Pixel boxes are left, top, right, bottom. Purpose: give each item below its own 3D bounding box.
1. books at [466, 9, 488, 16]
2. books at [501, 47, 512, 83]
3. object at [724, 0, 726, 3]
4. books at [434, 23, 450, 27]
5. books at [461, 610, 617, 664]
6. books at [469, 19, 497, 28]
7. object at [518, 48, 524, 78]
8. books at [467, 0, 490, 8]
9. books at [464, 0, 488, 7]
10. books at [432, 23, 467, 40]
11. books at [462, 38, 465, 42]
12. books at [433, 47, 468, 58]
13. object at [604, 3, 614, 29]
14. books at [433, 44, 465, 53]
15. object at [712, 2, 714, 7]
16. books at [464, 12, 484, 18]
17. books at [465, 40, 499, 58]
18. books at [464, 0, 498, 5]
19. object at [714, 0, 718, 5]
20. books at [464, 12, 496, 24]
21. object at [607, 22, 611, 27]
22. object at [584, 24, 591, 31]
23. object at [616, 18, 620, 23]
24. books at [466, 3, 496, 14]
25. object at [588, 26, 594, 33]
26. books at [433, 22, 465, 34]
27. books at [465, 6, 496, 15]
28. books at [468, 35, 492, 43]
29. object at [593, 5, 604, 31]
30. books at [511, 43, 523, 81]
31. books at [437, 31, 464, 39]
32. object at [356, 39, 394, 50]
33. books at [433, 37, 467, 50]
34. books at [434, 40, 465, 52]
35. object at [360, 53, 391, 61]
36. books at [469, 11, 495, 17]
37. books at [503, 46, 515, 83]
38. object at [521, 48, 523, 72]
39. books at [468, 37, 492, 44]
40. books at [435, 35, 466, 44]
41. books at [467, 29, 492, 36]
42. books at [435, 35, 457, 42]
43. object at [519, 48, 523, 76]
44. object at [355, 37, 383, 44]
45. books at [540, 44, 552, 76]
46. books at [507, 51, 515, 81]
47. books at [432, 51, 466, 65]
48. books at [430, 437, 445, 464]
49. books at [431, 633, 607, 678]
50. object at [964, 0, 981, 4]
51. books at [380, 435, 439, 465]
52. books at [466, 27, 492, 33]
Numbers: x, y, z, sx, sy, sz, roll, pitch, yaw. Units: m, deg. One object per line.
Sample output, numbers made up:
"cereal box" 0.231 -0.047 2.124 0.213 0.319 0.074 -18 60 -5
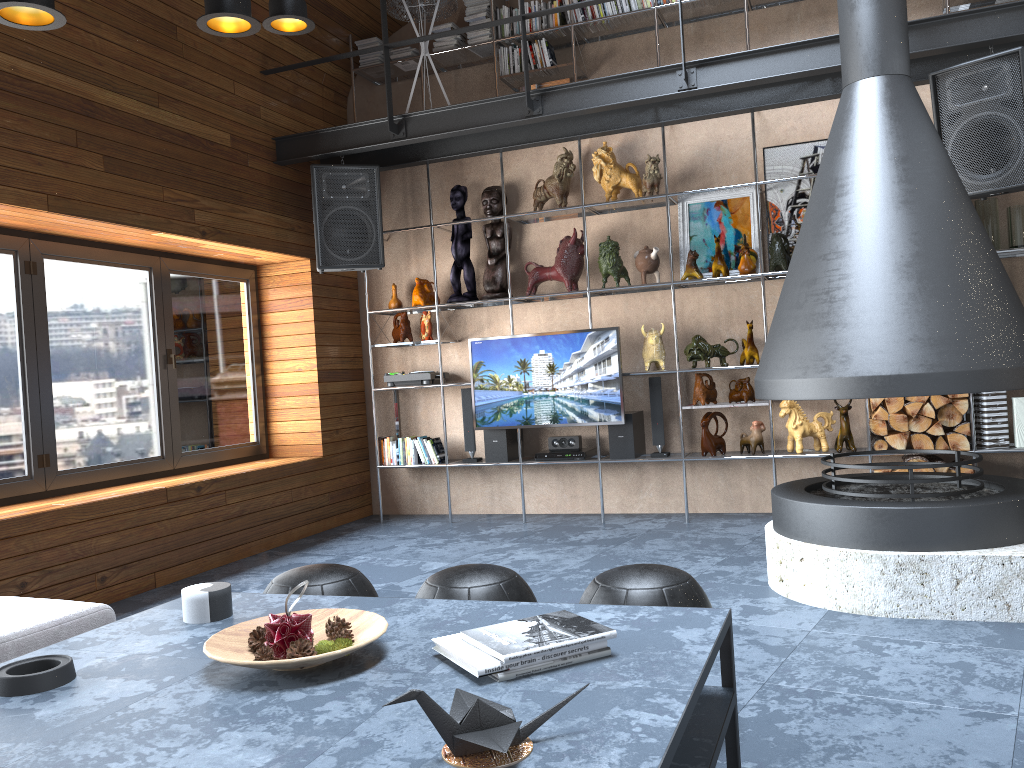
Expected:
"books" -0.217 -2.610 6.314 0.161 0.012 0.201 -3 1 21
"books" -0.033 -2.248 6.252 0.010 0.220 0.171 -3 1 21
"object" 1.348 -2.566 5.712 0.046 0.185 0.119 -3 0 21
"books" -0.469 -2.558 6.431 0.159 0.012 0.231 -3 1 26
"books" 0.053 0.531 1.878 0.265 0.017 0.210 -4 1 -28
"books" -0.182 -2.535 6.320 0.167 0.017 0.225 -3 1 21
"object" 0.068 -2.231 6.178 0.009 0.178 0.112 -3 0 21
"books" -0.191 -2.665 6.330 0.180 0.028 0.234 -3 1 21
"books" -0.215 -2.687 6.316 0.174 0.021 0.216 -3 1 21
"books" -0.457 -2.540 6.431 0.176 0.025 0.268 -3 1 21
"books" -0.457 -2.511 6.452 0.161 0.013 0.208 -3 1 26
"books" -0.444 -2.385 6.432 0.182 0.016 0.234 -3 1 16
"object" 0.654 -2.527 6.014 0.047 0.201 0.137 -3 0 20
"books" -0.448 -2.404 6.435 0.174 0.021 0.222 -3 1 21
"object" 1.276 -2.575 5.741 0.053 0.214 0.153 -3 1 21
"books" -0.203 -2.586 6.311 0.158 0.012 0.254 -3 1 32
"books" -0.193 -2.384 6.312 0.182 0.016 0.252 -3 1 27
"books" -0.216 -2.706 6.318 0.182 0.016 0.228 -3 1 21
"object" 1.292 -2.569 5.727 0.053 0.202 0.120 -3 0 21
"books" -0.192 -2.567 6.309 0.175 0.025 0.288 -3 1 27
"object" 0.640 -2.517 6.009 0.041 0.177 0.127 -3 0 20
"object" 0.488 -2.520 6.026 0.051 0.202 0.145 -3 1 21
"object" 0.684 -2.528 5.942 0.044 0.196 0.124 -3 0 21
"books" -0.197 -2.643 6.307 0.182 0.016 0.228 -3 1 21
"object" 0.517 -2.535 6.059 0.061 0.235 0.140 -3 0 20
"books" -0.460 -2.572 6.444 0.161 0.012 0.206 -3 1 21
"books" -0.212 -2.625 6.304 0.167 0.017 0.208 -3 1 21
"books" -0.182 -2.419 6.313 0.174 0.021 0.239 -3 1 27
"object" 0.584 -2.513 6.031 0.042 0.180 0.131 -3 0 20
"books" 0.038 -2.254 6.218 0.017 0.223 0.161 -3 1 21
"books" -0.451 -2.522 6.442 0.161 0.013 0.206 -3 1 16
"object" -1.019 -2.508 6.611 0.182 0.016 0.246 -3 1 21
"books" -0.435 -2.452 6.432 0.182 0.016 0.234 -3 1 26
"books" -0.450 -2.428 6.431 0.180 0.028 0.240 -4 1 11
"object" -1.005 -2.411 6.623 0.167 0.017 0.224 -3 1 21
"books" -0.194 -2.600 6.321 0.160 0.012 0.222 -3 1 27
"books" -0.023 -2.249 6.254 0.008 0.219 0.177 -3 1 21
"object" 0.089 -2.233 6.177 0.009 0.177 0.112 -3 0 21
"books" -0.178 -2.401 6.310 0.182 0.016 0.247 -3 1 21
"books" -0.436 -2.468 6.431 0.182 0.016 0.234 -4 1 11
"books" -0.183 -2.466 6.317 0.181 0.016 0.258 -3 1 22
"books" -0.447 -2.484 6.444 0.167 0.017 0.213 -3 1 16
"object" 0.077 -2.231 6.172 0.011 0.175 0.111 -3 0 21
"object" -1.030 -2.523 6.615 0.182 0.016 0.246 -3 1 21
"books" 0.240 -2.246 6.139 0.048 0.188 0.120 -3 0 21
"books" -0.001 -2.225 6.212 0.014 0.172 0.119 -3 0 21
"books" -0.459 -2.368 6.432 0.182 0.016 0.234 -3 1 21
"books" -0.532 0.486 6.506 0.081 0.185 0.138 -3 1 21
"books" 0.012 0.553 1.892 0.299 0.021 0.239 -4 1 -28
"object" 2.858 -2.370 5.206 0.404 0.114 0.320 -3 1 21
"books" -0.733 0.487 6.565 0.461 0.208 0.139 -3 1 20
"books" -0.187 -2.487 6.309 0.180 0.028 0.258 -3 1 27
